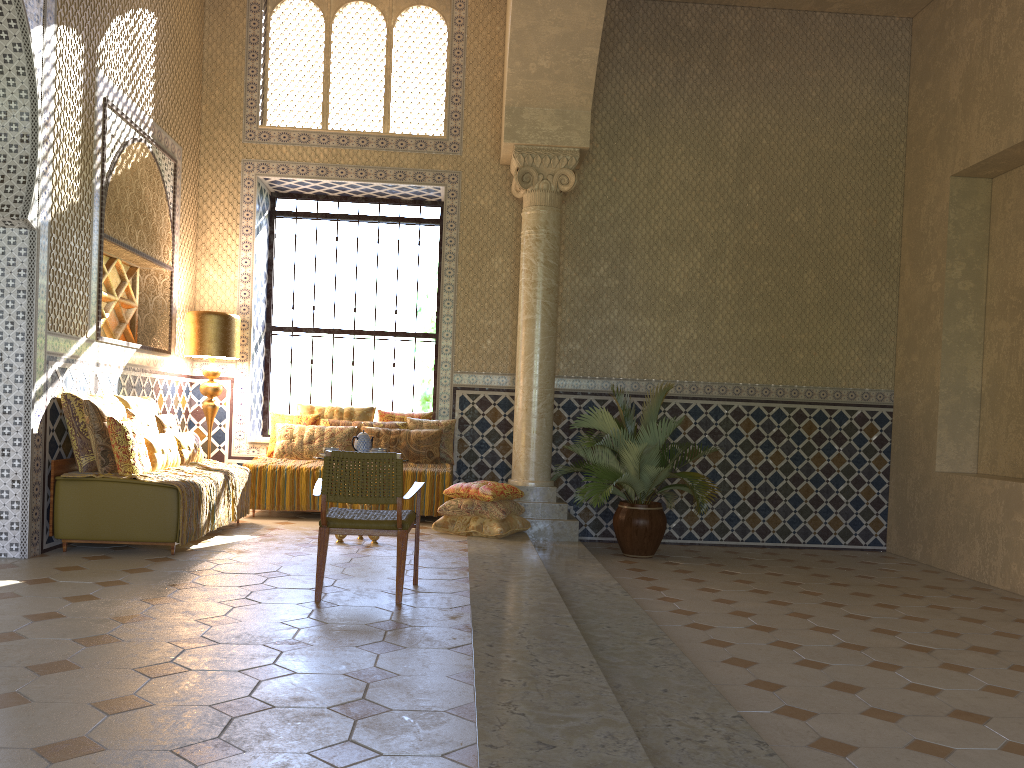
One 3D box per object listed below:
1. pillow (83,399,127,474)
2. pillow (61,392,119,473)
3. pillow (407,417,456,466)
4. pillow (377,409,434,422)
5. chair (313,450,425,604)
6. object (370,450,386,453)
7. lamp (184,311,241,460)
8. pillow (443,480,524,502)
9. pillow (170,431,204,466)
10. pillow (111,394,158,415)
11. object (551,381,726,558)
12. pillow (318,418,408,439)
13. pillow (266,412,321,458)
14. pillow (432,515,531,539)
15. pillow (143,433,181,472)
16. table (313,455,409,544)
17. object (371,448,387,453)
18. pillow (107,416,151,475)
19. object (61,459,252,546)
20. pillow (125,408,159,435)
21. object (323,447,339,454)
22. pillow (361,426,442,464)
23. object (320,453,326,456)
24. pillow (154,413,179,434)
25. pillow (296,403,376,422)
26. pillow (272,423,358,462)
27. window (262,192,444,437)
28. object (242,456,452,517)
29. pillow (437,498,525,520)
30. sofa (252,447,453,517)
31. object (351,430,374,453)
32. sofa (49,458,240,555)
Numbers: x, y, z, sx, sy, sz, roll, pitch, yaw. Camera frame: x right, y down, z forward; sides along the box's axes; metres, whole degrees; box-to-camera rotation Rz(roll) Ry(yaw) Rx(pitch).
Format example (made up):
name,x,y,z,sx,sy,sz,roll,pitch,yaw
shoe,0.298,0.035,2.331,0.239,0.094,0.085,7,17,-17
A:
name,x,y,z,sx,sy,sz,roll,pitch,yaw
pillow,-4.209,0.561,9.287,0.383,0.781,0.834,2,0,-3
pillow,-4.420,0.518,9.498,0.422,0.833,1.192,2,-1,-3
pillow,-1.209,0.852,13.113,0.741,0.694,0.340,2,1,-3
pillow,-1.632,0.796,13.365,0.855,0.801,0.393,2,1,-3
chair,-1.244,1.157,7.509,0.950,1.210,0.906,2,0,-3
object,-1.522,0.805,10.027,0.183,0.100,0.183,2,-1,-7
lamp,-4.280,0.406,12.563,0.737,2.816,0.735,2,1,-34
pillow,-0.364,1.422,11.570,0.803,0.311,0.748,1,-2,31
pillow,-4.024,0.816,10.898,0.271,0.451,0.982,2,-1,-3
pillow,-4.488,0.557,10.692,0.422,0.833,1.192,2,-1,-3
object,1.934,1.187,12.450,2.643,2.504,2.162,2,0,-16
pillow,-2.205,0.839,13.036,1.341,0.616,0.370,2,0,-3
pillow,-3.211,0.766,12.997,0.741,0.694,0.340,2,1,-3
pillow,-0.379,1.833,11.596,0.990,0.368,1.043,2,-2,22
pillow,-3.970,0.786,9.963,0.271,0.451,0.982,2,-1,-3
table,-1.770,1.347,10.307,1.099,0.981,1.101,2,-1,26
object,-1.607,0.823,10.657,0.184,0.100,0.183,3,-1,-14
pillow,-3.944,0.662,9.161,0.345,0.652,0.684,2,0,-4
object,-3.933,1.285,10.150,1.314,0.718,2.886,2,-2,-3
pillow,-4.176,0.624,10.034,0.340,0.694,0.741,2,0,-3
object,-2.103,0.789,10.276,0.184,0.100,0.183,3,-1,-22
pillow,-1.618,0.912,12.853,1.191,0.547,0.329,2,0,-3
object,-2.105,0.827,10.277,0.256,0.032,0.255,3,-2,-24
pillow,-4.223,0.679,10.836,0.313,0.638,0.681,2,0,-3
pillow,-2.661,0.721,13.246,1.192,0.833,0.422,2,1,-3
pillow,-2.840,0.860,12.782,1.191,0.547,0.329,2,0,-3
window,-5.358,-1.162,13.913,8.485,3.995,0.573,3,1,-7
object,-2.313,1.441,12.736,2.886,0.718,1.314,2,-1,-3
pillow,-0.389,1.630,11.582,0.931,0.348,0.881,2,-2,17
sofa,-2.278,1.454,12.801,2.849,0.938,1.273,2,-1,-3
object,-1.742,0.698,10.333,0.273,0.324,0.199,2,0,-14
sofa,-3.995,1.292,10.159,1.273,0.938,2.850,2,-2,-3
